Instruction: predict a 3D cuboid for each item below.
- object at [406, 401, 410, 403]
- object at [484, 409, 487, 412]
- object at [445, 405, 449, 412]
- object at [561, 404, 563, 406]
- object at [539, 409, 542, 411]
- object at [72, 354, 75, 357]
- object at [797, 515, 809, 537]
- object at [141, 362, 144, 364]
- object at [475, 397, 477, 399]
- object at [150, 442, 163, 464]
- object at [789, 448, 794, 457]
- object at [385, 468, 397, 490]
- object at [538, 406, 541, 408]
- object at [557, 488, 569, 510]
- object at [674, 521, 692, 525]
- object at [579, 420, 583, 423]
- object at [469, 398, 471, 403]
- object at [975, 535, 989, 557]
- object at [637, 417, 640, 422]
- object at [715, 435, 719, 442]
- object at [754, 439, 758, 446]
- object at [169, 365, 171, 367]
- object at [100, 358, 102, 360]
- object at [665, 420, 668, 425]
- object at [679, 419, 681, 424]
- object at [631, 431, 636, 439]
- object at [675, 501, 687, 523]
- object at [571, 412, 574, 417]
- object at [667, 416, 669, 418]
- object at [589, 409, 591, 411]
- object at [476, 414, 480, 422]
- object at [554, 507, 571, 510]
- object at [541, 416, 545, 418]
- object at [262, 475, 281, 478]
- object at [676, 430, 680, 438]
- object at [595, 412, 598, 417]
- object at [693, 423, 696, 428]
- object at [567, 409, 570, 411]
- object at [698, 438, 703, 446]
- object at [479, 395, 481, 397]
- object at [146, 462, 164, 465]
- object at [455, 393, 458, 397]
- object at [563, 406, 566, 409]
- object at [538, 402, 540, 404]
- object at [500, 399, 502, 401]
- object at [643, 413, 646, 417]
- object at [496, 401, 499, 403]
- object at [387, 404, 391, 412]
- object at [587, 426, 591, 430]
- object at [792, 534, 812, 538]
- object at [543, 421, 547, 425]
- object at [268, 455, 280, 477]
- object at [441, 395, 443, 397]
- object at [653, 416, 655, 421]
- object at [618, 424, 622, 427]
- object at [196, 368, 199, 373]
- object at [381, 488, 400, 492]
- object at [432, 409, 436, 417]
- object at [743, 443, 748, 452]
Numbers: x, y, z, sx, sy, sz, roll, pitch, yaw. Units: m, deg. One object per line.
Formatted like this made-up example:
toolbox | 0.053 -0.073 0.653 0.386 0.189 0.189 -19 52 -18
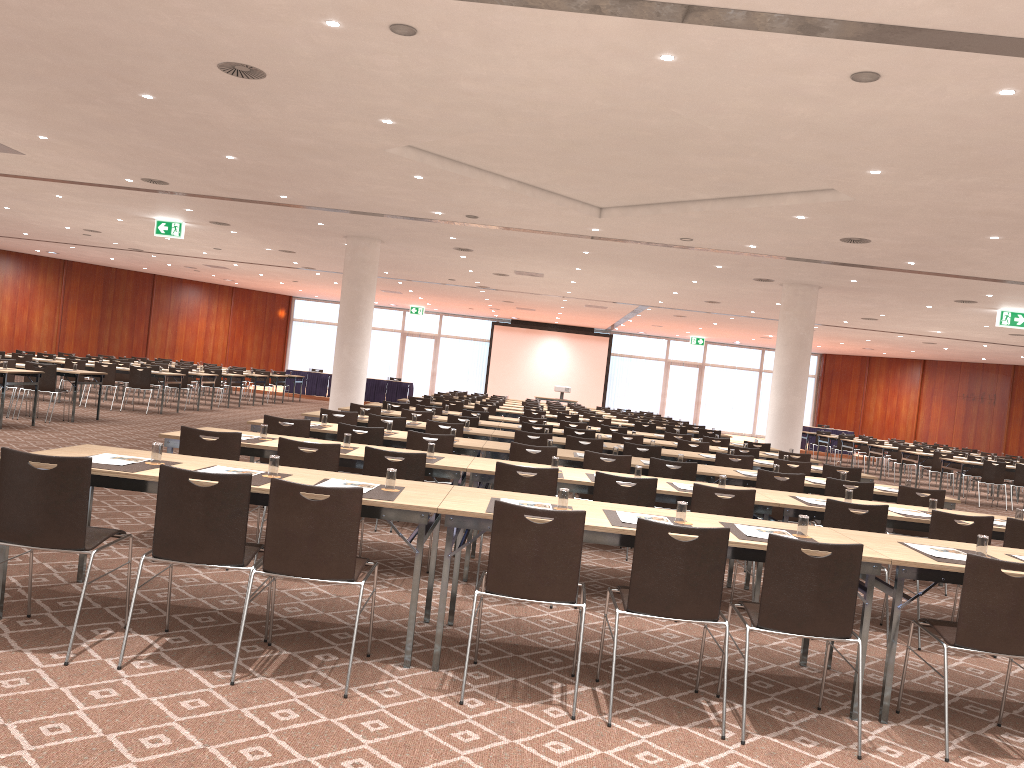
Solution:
object | -1.751 0.338 14.897 0.054 0.114 0.054 6 1 -10
object | -0.444 0.481 14.883 0.054 0.114 0.054 7 1 35
object | -1.093 0.410 14.889 0.054 0.114 0.054 6 1 12
object | 1.362 0.615 24.342 0.054 0.114 0.054 7 1 35
object | 0.593 0.571 18.345 0.054 0.114 0.054 6 1 -33
object | -10.181 -0.626 20.585 0.054 0.114 0.054 7 1 35
object | 1.582 0.772 4.823 0.054 0.114 0.054 6 1 -33
object | -8.566 -0.448 20.555 0.054 0.114 0.054 6 1 -33
object | -0.923 0.378 22.396 0.054 0.114 0.054 7 1 35
object | -1.962 0.383 4.899 0.054 0.114 0.054 6 1 -33
object | 4.023 0.986 12.776 0.054 0.114 0.054 7 1 35
object | -0.668 0.525 4.888 0.054 0.114 0.054 6 1 -33
object | 0.631 0.562 20.358 0.054 0.114 0.054 6 1 -33
object | 0.281 0.629 4.851 0.054 0.114 0.054 6 1 -33
object | 0.937 0.759 4.849 0.102 0.001 0.102 6 0 -33
object | 1.150 0.656 14.841 0.054 0.114 0.054 6 1 -10
object | -0.968 0.386 20.382 0.054 0.114 0.054 6 1 -33
object | 2.550 0.878 4.810 0.054 0.114 0.054 7 1 35
object | 2.892 0.810 20.298 0.054 0.114 0.054 7 1 35
object | 3.419 0.906 14.804 0.054 0.114 0.054 7 1 35
object | 4.069 0.977 14.786 0.054 0.114 0.054 6 1 -10
object | -7.922 -0.378 20.540 0.054 0.114 0.054 6 1 -33
object | -9.535 -0.555 20.569 0.054 0.114 0.054 7 1 35
object | 3.546 0.882 20.296 0.054 0.114 0.054 7 1 35
object | 4.222 0.943 22.274 0.054 0.114 0.054 6 1 -33
object | 1.760 0.737 12.827 0.054 0.114 0.054 7 1 35
object | 0.924 0.700 4.840 0.054 0.114 0.054 6 1 -33
object | 1.244 0.643 18.342 0.054 0.114 0.054 6 1 -33
object | 4.277 0.935 24.276 0.054 0.114 0.054 6 1 -33
object | 1.965 0.695 22.327 0.054 0.114 0.054 7 1 35
object | -0.491 0.490 12.870 0.054 0.114 0.054 6 1 12
object | 0.279 0.686 4.862 0.102 0.001 0.102 6 0 -33
object | 0.515 0.587 14.859 0.054 0.114 0.054 6 1 -10
object | -1.328 0.510 4.896 0.102 0.001 0.102 6 0 -33
object | 2.767 0.834 14.809 0.054 0.114 0.054 6 1 12
object | 1.928 0.704 20.325 0.054 0.114 0.054 6 1 -33
object | 4.176 0.951 20.278 0.054 0.114 0.054 6 1 -33
object | 1.289 0.634 20.335 0.054 0.114 0.054 6 1 -33
object | 2.723 0.843 12.809 0.054 0.114 0.054 6 1 -33
object | -0.877 0.369 24.380 0.054 0.114 0.054 7 1 35
object | -1.972 0.439 4.898 0.102 0.001 0.102 6 0 -33
object | -1.523 0.298 24.395 0.054 0.114 0.054 6 1 -33
object | 1.321 0.624 22.332 0.054 0.114 0.054 7 1 35
object | 0.729 0.545 24.352 0.054 0.114 0.054 7 1 35
object | -0.278 0.449 22.372 0.054 0.114 0.054 7 1 35
object | 3.629 0.864 24.284 0.054 0.114 0.054 7 1 35
object | -0.337 0.456 20.378 0.054 0.114 0.054 6 1 -33
object | -1.792 0.347 12.912 0.054 0.114 0.054 7 1 35
object | 1.115 0.666 12.844 0.054 0.114 0.054 7 1 35
object | 1.580 0.829 4.832 0.102 0.001 0.102 6 0 -33
object | 0.473 0.596 12.862 0.054 0.114 0.054 7 1 35
object | -1.317 0.453 4.901 0.054 0.114 0.054 7 1 35
object | -1.618 0.315 20.408 0.054 0.114 0.054 6 1 -33
object | 3.576 0.872 22.298 0.054 0.114 0.054 7 1 35
object | 1.802 0.728 14.824 0.054 0.114 0.054 6 1 -10
object | -7.273 -0.306 20.512 0.054 0.114 0.054 6 1 -33
object | -0.668 0.582 4.874 0.102 0.001 0.102 6 0 -33
object | -1.143 0.418 12.895 0.054 0.114 0.054 6 1 12
object | 3.372 0.914 12.789 0.054 0.114 0.054 6 1 -33
